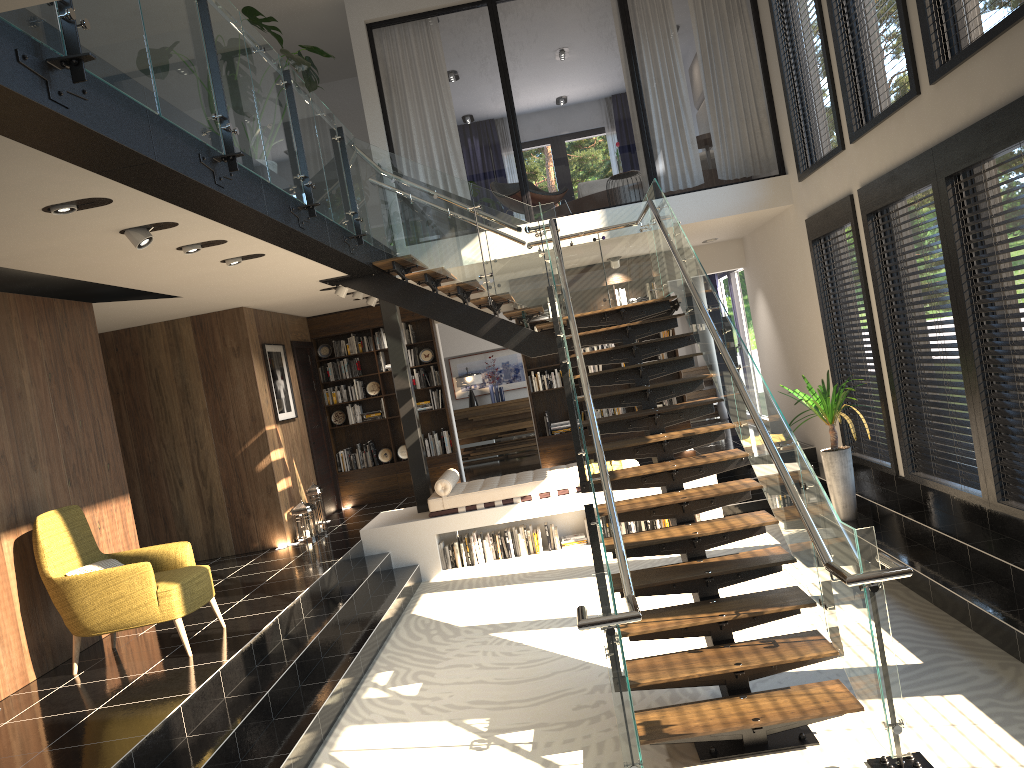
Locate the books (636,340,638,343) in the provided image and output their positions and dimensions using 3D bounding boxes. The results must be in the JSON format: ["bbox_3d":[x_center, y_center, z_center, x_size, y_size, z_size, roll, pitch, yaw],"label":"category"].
[{"bbox_3d":[1.699,-0.562,12.107,0.026,0.196,0.147,-10,2,3],"label":"books"}]

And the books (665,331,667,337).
[{"bbox_3d":[2.094,-0.648,12.104,0.023,0.225,0.146,-10,2,3],"label":"books"}]

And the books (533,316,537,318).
[{"bbox_3d":[0.371,-0.933,12.169,0.251,0.026,0.148,-10,1,7],"label":"books"}]

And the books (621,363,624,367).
[{"bbox_3d":[1.512,-0.242,12.112,0.026,0.263,0.156,-10,2,3],"label":"books"}]

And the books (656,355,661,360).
[{"bbox_3d":[2.001,-0.321,12.064,0.030,0.244,0.176,-10,2,3],"label":"books"}]

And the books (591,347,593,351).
[{"bbox_3d":[1.089,-0.461,12.137,0.020,0.206,0.147,-10,2,3],"label":"books"}]

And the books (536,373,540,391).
[{"bbox_3d":[0.361,-0.028,12.210,0.023,0.245,0.159,-10,2,3],"label":"books"}]

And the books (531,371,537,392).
[{"bbox_3d":[0.304,-0.036,12.195,0.028,0.282,0.168,-10,2,3],"label":"books"}]

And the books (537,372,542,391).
[{"bbox_3d":[0.384,-0.038,12.191,0.029,0.258,0.181,-10,2,3],"label":"books"}]

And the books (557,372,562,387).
[{"bbox_3d":[0.657,-0.060,12.193,0.030,0.205,0.170,-10,1,3],"label":"books"}]

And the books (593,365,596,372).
[{"bbox_3d":[1.126,-0.165,12.127,0.030,0.245,0.166,-10,2,3],"label":"books"}]

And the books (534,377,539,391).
[{"bbox_3d":[0.339,0.000,12.193,0.028,0.199,0.175,-10,1,3],"label":"books"}]

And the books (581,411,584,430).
[{"bbox_3d":[0.972,0.500,12.209,0.075,0.255,0.181,-10,2,3],"label":"books"}]

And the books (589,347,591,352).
[{"bbox_3d":[1.067,-0.454,12.141,0.026,0.201,0.146,-10,2,3],"label":"books"}]

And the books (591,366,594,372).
[{"bbox_3d":[1.101,-0.146,12.097,0.023,0.218,0.195,-10,1,3],"label":"books"}]

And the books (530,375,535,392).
[{"bbox_3d":[0.282,-0.010,12.231,0.028,0.237,0.134,-10,2,3],"label":"books"}]

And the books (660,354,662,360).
[{"bbox_3d":[2.032,-0.310,12.073,0.025,0.212,0.167,-10,2,3],"label":"books"}]

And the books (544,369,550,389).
[{"bbox_3d":[0.484,-0.063,12.193,0.029,0.272,0.152,-10,2,3],"label":"books"}]

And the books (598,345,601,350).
[{"bbox_3d":[1.204,-0.463,12.129,0.047,0.171,0.167,-10,1,3],"label":"books"}]

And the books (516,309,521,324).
[{"bbox_3d":[0.090,-0.952,12.188,0.026,0.263,0.156,-10,2,3],"label":"books"}]

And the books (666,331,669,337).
[{"bbox_3d":[2.118,-0.633,12.074,0.023,0.189,0.197,-10,1,3],"label":"books"}]

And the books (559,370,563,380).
[{"bbox_3d":[0.698,-0.083,12.171,0.070,0.236,0.206,-10,1,3],"label":"books"}]

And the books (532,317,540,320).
[{"bbox_3d":[0.376,-0.908,12.169,0.273,0.025,0.156,-10,1,1],"label":"books"}]

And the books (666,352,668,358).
[{"bbox_3d":[2.120,-0.332,12.094,0.012,0.224,0.097,-10,2,3],"label":"books"}]

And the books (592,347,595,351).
[{"bbox_3d":[1.110,-0.483,12.121,0.030,0.244,0.142,-10,2,3],"label":"books"}]

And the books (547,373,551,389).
[{"bbox_3d":[0.515,-0.041,12.205,0.021,0.216,0.170,-10,2,3],"label":"books"}]

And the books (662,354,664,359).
[{"bbox_3d":[2.053,-0.331,12.080,0.023,0.246,0.147,-10,2,3],"label":"books"}]

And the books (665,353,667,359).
[{"bbox_3d":[2.101,-0.340,12.078,0.022,0.247,0.132,-10,2,3],"label":"books"}]

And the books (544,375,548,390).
[{"bbox_3d":[0.465,-0.022,12.192,0.024,0.197,0.172,-10,1,3],"label":"books"}]

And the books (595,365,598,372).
[{"bbox_3d":[1.158,-0.169,12.101,0.036,0.244,0.194,-10,2,3],"label":"books"}]

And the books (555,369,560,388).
[{"bbox_3d":[0.623,-0.079,12.170,0.029,0.256,0.167,-10,2,3],"label":"books"}]

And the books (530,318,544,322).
[{"bbox_3d":[0.380,-0.883,12.167,0.268,0.026,0.156,-10,1,7],"label":"books"}]

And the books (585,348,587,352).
[{"bbox_3d":[1.010,-0.463,12.128,0.027,0.239,0.153,-10,2,3],"label":"books"}]

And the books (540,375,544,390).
[{"bbox_3d":[0.415,-0.018,12.203,0.022,0.207,0.130,-10,2,3],"label":"books"}]

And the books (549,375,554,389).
[{"bbox_3d":[0.543,-0.034,12.198,0.033,0.193,0.172,-10,1,3],"label":"books"}]

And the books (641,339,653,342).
[{"bbox_3d":[1.899,-0.594,12.127,0.246,0.021,0.148,-10,1,3],"label":"books"}]

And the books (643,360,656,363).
[{"bbox_3d":[1.840,-0.294,12.094,0.272,0.022,0.156,-10,1,2],"label":"books"}]

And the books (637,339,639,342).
[{"bbox_3d":[1.722,-0.591,12.136,0.025,0.243,0.119,-10,2,3],"label":"books"}]

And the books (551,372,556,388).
[{"bbox_3d":[0.571,-0.053,12.183,0.030,0.222,0.189,-10,1,3],"label":"books"}]

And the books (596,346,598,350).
[{"bbox_3d":[1.170,-0.460,12.129,0.021,0.176,0.161,-10,1,3],"label":"books"}]

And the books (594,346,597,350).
[{"bbox_3d":[1.139,-0.482,12.108,0.028,0.231,0.167,-10,2,3],"label":"books"}]

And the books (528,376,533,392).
[{"bbox_3d":[0.256,0.000,12.229,0.025,0.227,0.156,-10,2,3],"label":"books"}]

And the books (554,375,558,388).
[{"bbox_3d":[0.604,-0.033,12.194,0.027,0.171,0.146,-10,1,3],"label":"books"}]

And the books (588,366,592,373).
[{"bbox_3d":[1.071,-0.174,12.134,0.030,0.284,0.176,-10,2,3],"label":"books"}]

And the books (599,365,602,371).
[{"bbox_3d":[1.209,-0.187,12.129,0.067,0.261,0.159,-10,2,3],"label":"books"}]

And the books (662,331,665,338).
[{"bbox_3d":[2.066,-0.650,12.088,0.028,0.240,0.187,-10,2,3],"label":"books"}]

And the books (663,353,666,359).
[{"bbox_3d":[2.075,-0.337,12.057,0.026,0.251,0.178,-10,2,3],"label":"books"}]

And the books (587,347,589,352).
[{"bbox_3d":[1.035,-0.477,12.120,0.028,0.258,0.208,-10,1,3],"label":"books"}]

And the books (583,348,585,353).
[{"bbox_3d":[0.984,-0.453,12.121,0.027,0.228,0.208,-10,1,3],"label":"books"}]

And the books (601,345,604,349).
[{"bbox_3d":[1.234,-0.516,12.116,0.032,0.265,0.149,-10,2,3],"label":"books"}]

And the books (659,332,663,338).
[{"bbox_3d":[2.042,-0.635,12.099,0.026,0.219,0.156,-10,2,3],"label":"books"}]

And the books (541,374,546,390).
[{"bbox_3d":[0.437,-0.032,12.201,0.028,0.227,0.136,-10,2,3],"label":"books"}]

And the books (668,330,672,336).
[{"bbox_3d":[2.155,-0.643,12.073,0.051,0.194,0.192,-10,1,3],"label":"books"}]
